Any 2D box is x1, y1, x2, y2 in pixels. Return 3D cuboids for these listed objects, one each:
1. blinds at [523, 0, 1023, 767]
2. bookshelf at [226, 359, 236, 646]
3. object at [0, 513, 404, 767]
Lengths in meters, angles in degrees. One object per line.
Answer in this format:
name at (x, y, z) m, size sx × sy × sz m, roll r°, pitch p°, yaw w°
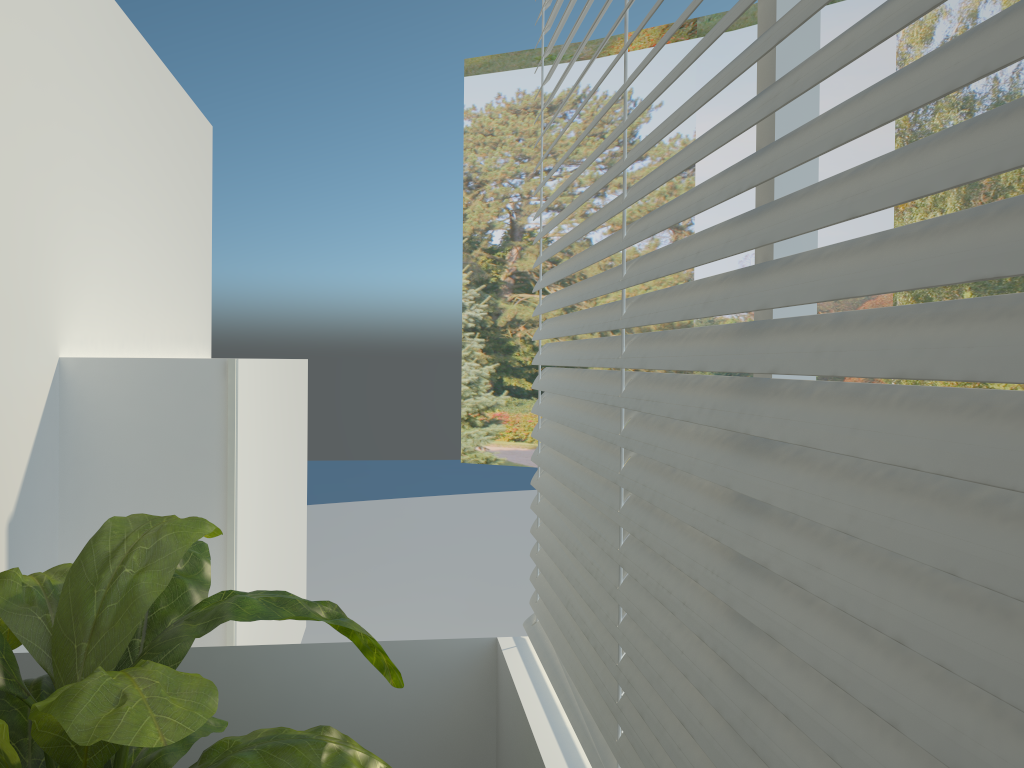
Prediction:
blinds at (0.271, -1.465, 0.189) m, size 1.219 × 4.265 × 3.919 m, roll 1°, pitch 1°, yaw 11°
bookshelf at (-1.181, 0.596, 3.537) m, size 0.501 × 1.496 × 2.100 m, roll 0°, pitch 1°, yaw -8°
object at (-0.661, 0.836, 1.340) m, size 1.026 × 1.198 × 1.121 m, roll 0°, pitch 1°, yaw -29°
